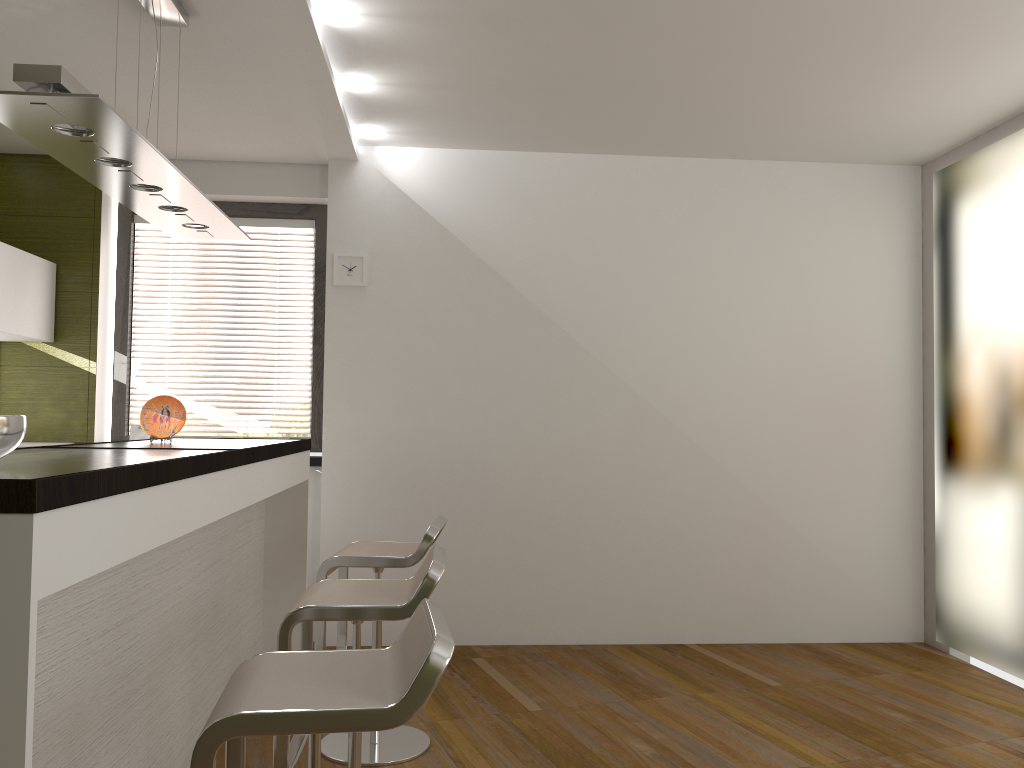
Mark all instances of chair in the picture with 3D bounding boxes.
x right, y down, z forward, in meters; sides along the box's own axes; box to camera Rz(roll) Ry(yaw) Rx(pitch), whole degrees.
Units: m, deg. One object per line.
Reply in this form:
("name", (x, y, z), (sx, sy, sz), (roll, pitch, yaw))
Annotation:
("chair", (-0.359, 0.875, 1.693), (0.460, 0.857, 0.418), (1, -2, -9))
("chair", (-0.426, 0.908, 2.536), (0.460, 0.857, 0.418), (1, -2, -4))
("chair", (-0.493, 0.942, 3.380), (0.460, 0.857, 0.418), (1, -2, 1))

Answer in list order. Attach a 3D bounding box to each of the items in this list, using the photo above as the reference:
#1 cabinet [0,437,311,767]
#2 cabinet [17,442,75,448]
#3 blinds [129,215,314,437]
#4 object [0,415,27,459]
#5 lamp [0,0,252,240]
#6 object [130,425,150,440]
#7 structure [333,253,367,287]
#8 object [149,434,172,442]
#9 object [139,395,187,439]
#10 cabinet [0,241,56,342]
("cabinet", (-1.205, 0.771, 2.824), (0.663, 1.134, 2.947), (1, -2, -4))
("cabinet", (-2.508, 0.800, 3.331), (0.465, 1.086, 2.940), (1, -2, -4))
("blinds", (-4.749, -2.775, 7.957), (9.030, 12.704, 16.000), (-1, -3, 35))
("object", (-1.115, 0.111, 1.709), (0.311, 0.105, 0.311), (0, -2, 8))
("lamp", (-1.198, -0.983, 2.930), (0.326, 0.683, 1.677), (1, -2, -4))
("object", (-2.054, 0.310, 4.898), (0.106, 0.169, 0.057), (1, -2, -10))
("structure", (-0.890, -0.630, 4.884), (0.180, 0.180, 0.026), (1, -2, -4))
("object", (-1.428, 0.172, 3.628), (0.088, 0.131, 0.072), (1, -2, -9))
("object", (-1.429, 0.134, 3.631), (0.184, 0.178, 0.055), (1, -2, -8))
("cabinet", (-2.603, 0.286, 3.077), (0.724, 2.089, 3.471), (1, -2, -4))
